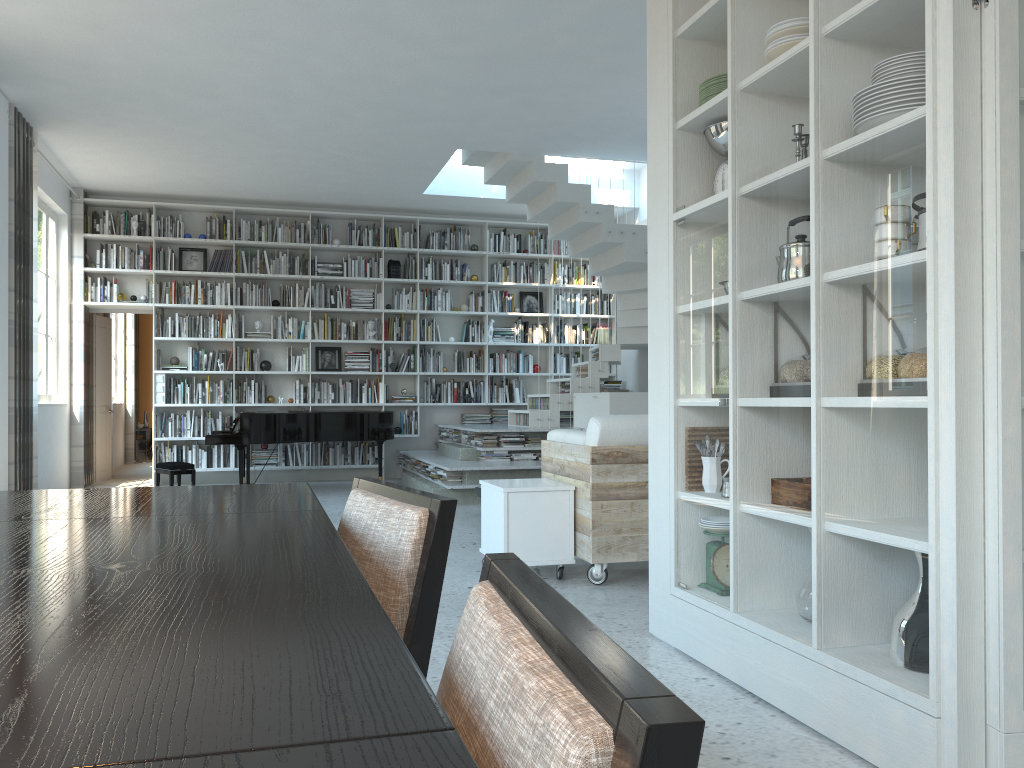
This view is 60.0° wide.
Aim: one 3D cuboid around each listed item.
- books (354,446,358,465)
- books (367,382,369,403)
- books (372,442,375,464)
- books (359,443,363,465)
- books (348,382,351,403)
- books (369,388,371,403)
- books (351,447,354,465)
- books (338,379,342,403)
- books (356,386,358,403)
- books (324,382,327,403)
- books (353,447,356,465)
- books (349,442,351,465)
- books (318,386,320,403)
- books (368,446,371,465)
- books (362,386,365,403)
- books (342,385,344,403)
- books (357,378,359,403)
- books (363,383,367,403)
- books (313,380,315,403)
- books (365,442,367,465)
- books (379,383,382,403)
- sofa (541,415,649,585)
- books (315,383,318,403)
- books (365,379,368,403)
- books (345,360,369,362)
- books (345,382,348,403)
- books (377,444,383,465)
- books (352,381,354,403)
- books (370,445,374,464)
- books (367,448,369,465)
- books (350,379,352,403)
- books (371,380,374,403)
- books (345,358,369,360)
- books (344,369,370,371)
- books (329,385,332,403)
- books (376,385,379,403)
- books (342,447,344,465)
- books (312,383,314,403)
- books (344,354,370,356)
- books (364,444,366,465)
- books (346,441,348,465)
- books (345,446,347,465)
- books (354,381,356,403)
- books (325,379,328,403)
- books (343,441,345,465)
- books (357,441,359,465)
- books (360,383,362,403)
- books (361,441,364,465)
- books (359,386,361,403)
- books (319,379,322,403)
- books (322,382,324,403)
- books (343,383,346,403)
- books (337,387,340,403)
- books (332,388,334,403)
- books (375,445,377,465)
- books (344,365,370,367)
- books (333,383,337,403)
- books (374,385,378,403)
[{"bbox_3d":[-1.844,0.848,10.503,0.029,0.210,0.170,0,-1,-16],"label":"books"},{"bbox_3d":[-1.724,0.103,10.569,0.014,0.256,0.145,0,-1,-16],"label":"books"},{"bbox_3d":[-1.652,0.825,10.565,0.013,0.256,0.176,0,-1,-16],"label":"books"},{"bbox_3d":[-1.796,0.827,10.508,0.044,0.251,0.187,0,-1,-16],"label":"books"},{"bbox_3d":[-1.925,0.107,10.491,0.026,0.245,0.191,0,-1,-16],"label":"books"},{"bbox_3d":[-1.700,0.139,10.550,0.023,0.183,0.169,0,-1,-16],"label":"books"},{"bbox_3d":[-1.895,0.847,10.517,0.040,0.212,0.129,0,-1,-16],"label":"books"},{"bbox_3d":[-2.030,0.084,10.472,0.026,0.291,0.152,0,-1,-16],"label":"books"},{"bbox_3d":[-1.846,0.129,10.528,0.021,0.203,0.128,0,-1,-16],"label":"books"},{"bbox_3d":[-2.199,0.106,10.417,0.027,0.245,0.179,0,-1,-16],"label":"books"},{"bbox_3d":[-1.862,0.850,10.493,0.010,0.206,0.180,0,-1,-16],"label":"books"},{"bbox_3d":[-1.923,0.822,10.500,0.024,0.262,0.131,0,-1,-16],"label":"books"},{"bbox_3d":[-2.274,0.124,10.403,0.024,0.208,0.170,0,-1,-16],"label":"books"},{"bbox_3d":[-1.694,0.851,10.550,0.022,0.205,0.191,0,-1,-16],"label":"books"},{"bbox_3d":[-1.773,0.128,10.535,0.023,0.204,0.167,0,-1,-16],"label":"books"},{"bbox_3d":[-2.008,0.119,10.487,0.025,0.220,0.140,0,-1,-16],"label":"books"},{"bbox_3d":[-1.828,0.082,10.524,0.012,0.296,0.177,0,-1,-16],"label":"books"},{"bbox_3d":[-1.750,0.113,10.541,0.023,0.234,0.174,0,-1,-16],"label":"books"},{"bbox_3d":[-2.317,0.091,10.389,0.011,0.275,0.146,0,-1,-16],"label":"books"},{"bbox_3d":[-1.733,0.824,10.539,0.011,0.258,0.171,0,-1,-16],"label":"books"},{"bbox_3d":[-1.575,0.107,10.583,0.033,0.246,0.176,0,-1,-16],"label":"books"},{"bbox_3d":[1.324,0.588,5.040,2.194,0.854,0.871,0,-1,-16],"label":"sofa"},{"bbox_3d":[-2.296,0.111,10.384,0.027,0.234,0.167,0,-1,-16],"label":"books"},{"bbox_3d":[-1.736,0.083,10.558,0.014,0.293,0.137,0,-1,-16],"label":"books"},{"bbox_3d":[-1.839,-0.274,10.526,0.285,0.012,0.159,0,-1,-11],"label":"books"},{"bbox_3d":[-1.957,0.103,10.510,0.025,0.254,0.136,0,-1,-16],"label":"books"},{"bbox_3d":[-1.561,0.818,10.527,0.038,0.269,0.277,0,-1,-16],"label":"books"},{"bbox_3d":[-1.886,0.099,10.510,0.010,0.261,0.181,0,-1,-16],"label":"books"},{"bbox_3d":[-1.674,0.840,10.568,0.028,0.227,0.162,0,-1,-16],"label":"books"},{"bbox_3d":[-1.719,0.858,10.553,0.024,0.191,0.155,0,-1,-16],"label":"books"},{"bbox_3d":[-1.913,0.087,10.520,0.014,0.286,0.134,0,-1,-16],"label":"books"},{"bbox_3d":[-1.669,0.094,10.572,0.026,0.272,0.175,0,-1,-16],"label":"books"},{"bbox_3d":[-1.841,-0.298,10.531,0.254,0.012,0.161,0,-1,-19],"label":"books"},{"bbox_3d":[-1.839,-0.167,10.525,0.285,0.012,0.159,0,-1,-21],"label":"books"},{"bbox_3d":[-2.140,0.120,10.427,0.023,0.217,0.174,0,-1,-16],"label":"books"},{"bbox_3d":[-1.608,0.122,10.579,0.011,0.216,0.166,0,-1,-16],"label":"books"},{"bbox_3d":[-2.007,0.851,10.477,0.024,0.203,0.144,0,-1,-16],"label":"books"},{"bbox_3d":[-2.338,0.107,10.390,0.029,0.244,0.154,0,-1,-16],"label":"books"},{"bbox_3d":[-1.841,-0.347,10.533,0.285,0.012,0.159,0,-1,-14],"label":"books"},{"bbox_3d":[-1.756,0.834,10.548,0.028,0.238,0.140,0,-1,-16],"label":"books"},{"bbox_3d":[-1.950,0.784,10.475,0.014,0.335,0.183,0,-1,-16],"label":"books"},{"bbox_3d":[-1.969,0.846,10.478,0.022,0.213,0.167,0,-1,-16],"label":"books"},{"bbox_3d":[-1.866,0.097,10.508,0.028,0.264,0.161,0,-1,-16],"label":"books"},{"bbox_3d":[-2.179,0.088,10.420,0.013,0.282,0.166,0,-1,-16],"label":"books"},{"bbox_3d":[-1.985,0.810,10.470,0.013,0.285,0.185,0,-1,-16],"label":"books"},{"bbox_3d":[-1.825,0.806,10.510,0.011,0.292,0.184,0,-1,-16],"label":"books"},{"bbox_3d":[-1.794,0.113,10.542,0.014,0.235,0.154,0,-1,-16],"label":"books"},{"bbox_3d":[-1.770,0.794,10.520,0.013,0.317,0.186,0,-1,-16],"label":"books"},{"bbox_3d":[-1.809,0.126,10.526,0.024,0.207,0.183,0,-1,-16],"label":"books"},{"bbox_3d":[-2.255,0.084,10.426,0.027,0.290,0.140,0,-1,-16],"label":"books"},{"bbox_3d":[-2.229,0.105,10.427,0.024,0.247,0.132,0,-1,-16],"label":"books"},{"bbox_3d":[-1.980,0.111,10.488,0.031,0.237,0.159,0,-1,-16],"label":"books"},{"bbox_3d":[-2.050,0.131,10.452,0.023,0.196,0.165,0,-1,-16],"label":"books"},{"bbox_3d":[-2.114,0.137,10.429,0.029,0.184,0.174,0,-1,-16],"label":"books"},{"bbox_3d":[-1.630,0.844,10.565,0.029,0.218,0.191,0,-1,-16],"label":"books"},{"bbox_3d":[-1.842,-0.214,10.537,0.285,0.012,0.159,0,-1,-16],"label":"books"},{"bbox_3d":[-2.089,0.110,10.444,0.029,0.238,0.166,0,-1,-16],"label":"books"},{"bbox_3d":[-1.633,0.124,10.570,0.042,0.212,0.169,0,-1,-16],"label":"books"}]
